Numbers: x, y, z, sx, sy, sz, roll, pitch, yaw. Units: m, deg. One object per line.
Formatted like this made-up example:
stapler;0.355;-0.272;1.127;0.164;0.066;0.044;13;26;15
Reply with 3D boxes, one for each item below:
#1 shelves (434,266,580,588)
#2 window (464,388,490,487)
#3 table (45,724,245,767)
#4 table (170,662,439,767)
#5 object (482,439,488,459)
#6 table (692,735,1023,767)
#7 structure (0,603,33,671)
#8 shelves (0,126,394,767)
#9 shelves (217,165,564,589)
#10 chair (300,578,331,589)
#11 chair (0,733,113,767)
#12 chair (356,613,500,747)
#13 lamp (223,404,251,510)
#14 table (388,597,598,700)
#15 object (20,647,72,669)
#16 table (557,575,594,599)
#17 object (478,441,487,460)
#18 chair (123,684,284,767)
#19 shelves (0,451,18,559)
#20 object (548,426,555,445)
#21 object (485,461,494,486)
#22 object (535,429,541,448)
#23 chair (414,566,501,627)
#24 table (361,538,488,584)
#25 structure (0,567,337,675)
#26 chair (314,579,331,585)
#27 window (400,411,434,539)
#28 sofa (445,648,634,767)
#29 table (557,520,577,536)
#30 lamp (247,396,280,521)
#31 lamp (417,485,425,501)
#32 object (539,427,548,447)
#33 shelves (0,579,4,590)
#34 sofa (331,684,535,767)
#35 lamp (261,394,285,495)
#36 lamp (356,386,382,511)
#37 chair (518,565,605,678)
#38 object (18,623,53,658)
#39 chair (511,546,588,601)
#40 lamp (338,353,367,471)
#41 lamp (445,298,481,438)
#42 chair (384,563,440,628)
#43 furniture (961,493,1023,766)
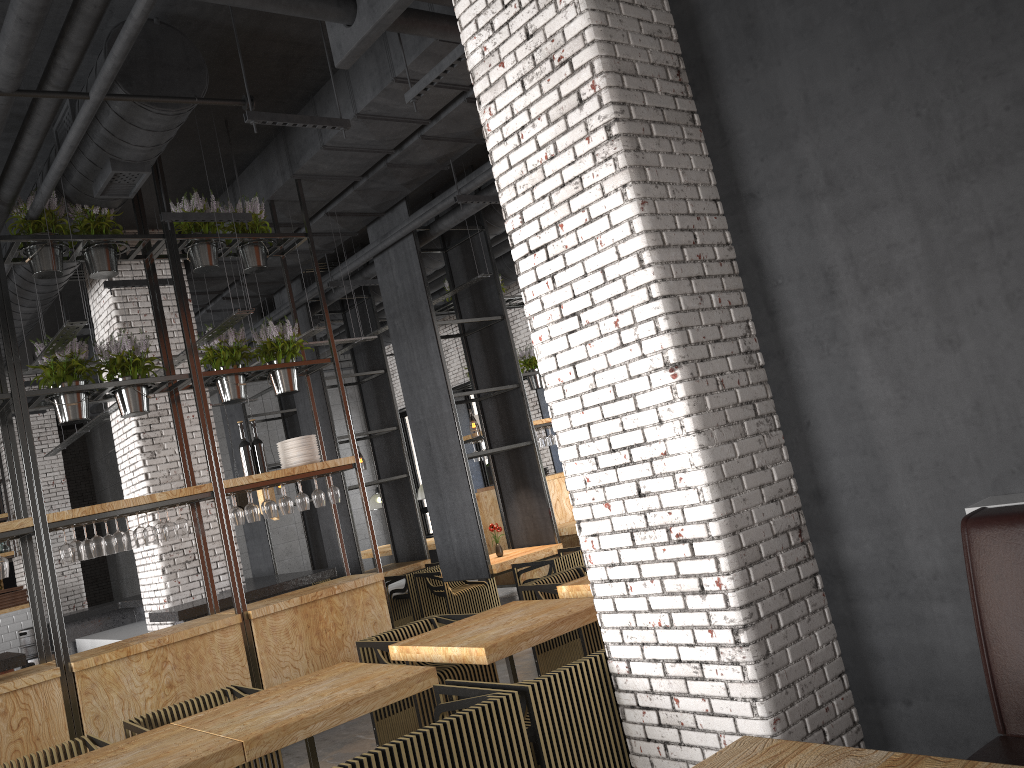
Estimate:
shelves;0.243;0.265;12.738;2.336;5.030;0.687;-8;-8;-39
window;-0.442;1.336;16.504;0.365;2.705;0.746;-8;-8;-39
table;-1.745;2.054;3.784;0.998;0.765;0.997;-8;-8;-39
table;-0.977;1.938;4.422;0.998;0.765;0.997;-8;-8;-39
object;-0.329;0.866;11.883;0.101;0.268;0.100;-13;-6;-3
table;-0.548;1.480;0.729;4.141;0.765;0.997;-9;-7;-39
structure;-9.678;4.432;12.084;5.808;1.349;1.505;-9;-7;-39
shelves;-2.968;0.412;6.586;3.664;5.030;0.687;-8;-8;-39
shelves;-2.137;0.384;11.582;1.004;4.376;6.126;-8;-8;-39
chair;-2.607;3.128;12.598;0.658;0.732;0.636;-8;-8;-39
chair;-2.339;2.276;4.463;0.658;0.732;0.636;-8;-8;-38
chair;-0.545;2.008;5.984;0.658;0.732;0.636;-8;-8;-40
lamp;-3.027;0.712;9.599;0.127;1.398;0.127;-8;-8;-39
table;0.020;1.788;5.250;0.998;0.765;0.997;-8;-8;-39
object;-3.637;2.670;7.075;0.399;1.037;0.396;-13;-6;-4
table;1.081;1.625;6.110;0.998;0.765;0.997;-8;-8;-39
object;-0.396;0.912;12.189;0.101;0.268;0.100;-13;-6;-3
chair;-1.717;2.183;4.998;0.658;0.732;0.636;-9;-8;-37
shelves;-10.417;1.599;12.446;5.685;3.073;0.595;-8;-8;-39
object;0.548;0.734;12.612;0.101;0.268;0.100;-13;-6;-3
object;-0.272;1.124;11.965;0.106;0.555;0.156;-8;-8;-40
object;0.340;0.765;12.439;0.101;0.268;0.100;-13;-6;-3
chair;-0.602;2.412;10.013;0.658;0.732;0.636;-9;-8;-37
table;-1.564;3.142;15.415;1.001;0.765;4.121;-8;-7;-39
structure;-5.043;3.004;9.515;4.316;1.537;5.856;-8;-7;-39
chair;-2.173;2.971;12.017;0.658;0.732;0.636;-8;-8;-40
window;-1.900;1.854;18.349;0.365;2.705;0.746;-8;-8;-39
sofa;0.644;1.587;4.496;1.808;0.732;0.638;-8;-8;-39
table;1.442;2.111;11.970;2.119;0.765;0.997;-8;-7;-39
lamp;-2.618;0.646;9.094;0.127;1.550;0.127;-8;-8;-39
lamp;-1.621;0.751;15.129;0.537;2.411;0.535;-13;-6;-4
object;0.447;0.749;12.528;0.101;0.268;0.100;-13;-6;-3
shelves;-9.756;3.846;16.118;0.890;2.153;0.250;-8;-8;-39
sofa;-0.776;1.802;3.316;1.808;0.732;0.638;-8;-8;-39
lamp;-3.690;0.903;13.575;0.108;1.602;0.108;-12;-7;-8
lamp;-2.663;1.120;16.446;0.536;2.411;0.535;-13;-6;2
chair;0.569;1.837;6.891;0.658;0.732;0.636;-8;-8;-39
object;-6.161;3.693;11.582;0.399;1.037;0.396;-13;-6;-4
chair;0.512;2.022;8.652;0.658;0.732;0.636;-8;-8;-41
lamp;-2.111;0.343;11.578;0.108;1.602;0.108;-14;-7;7
lamp;-0.562;-0.207;9.618;0.108;1.602;0.108;-16;-7;22
chair;-1.069;2.578;10.603;0.658;0.732;0.636;-8;-8;-37
furniture;-0.178;1.143;0.203;6.773;1.153;1.911;-9;-7;-39
